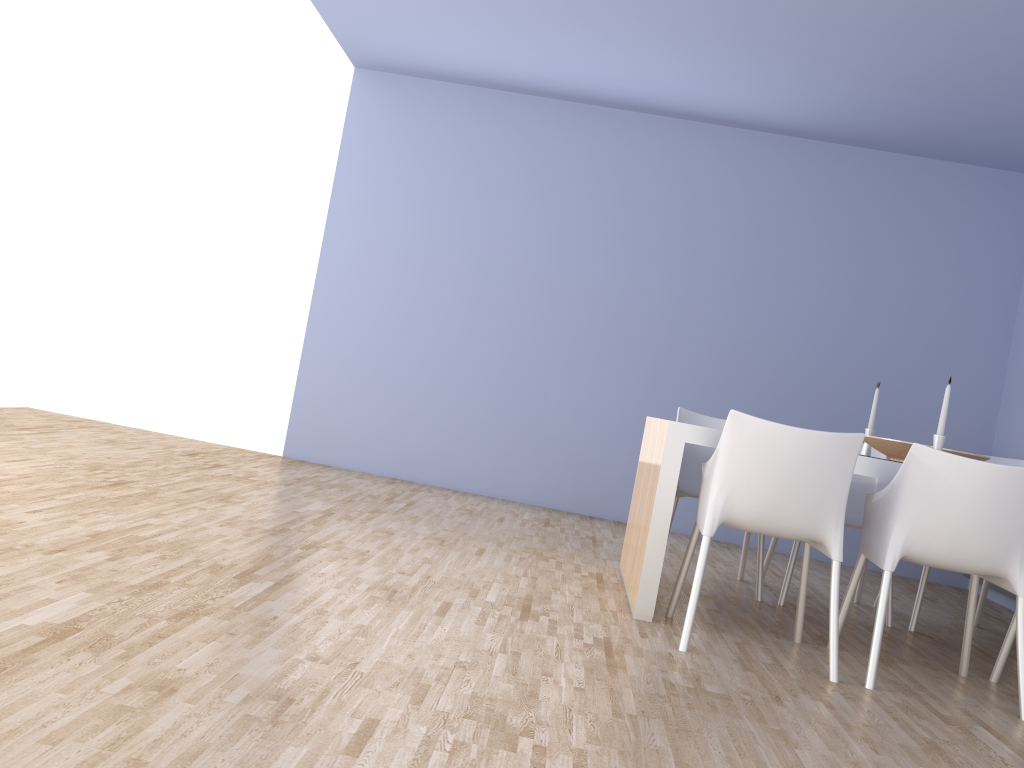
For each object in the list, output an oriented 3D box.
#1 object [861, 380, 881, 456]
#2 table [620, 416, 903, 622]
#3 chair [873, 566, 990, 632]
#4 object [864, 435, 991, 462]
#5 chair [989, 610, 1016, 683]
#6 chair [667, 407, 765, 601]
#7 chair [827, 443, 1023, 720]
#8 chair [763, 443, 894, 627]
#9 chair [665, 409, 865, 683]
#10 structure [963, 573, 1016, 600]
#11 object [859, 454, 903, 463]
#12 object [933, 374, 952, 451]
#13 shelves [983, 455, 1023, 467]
[{"bbox_3d":[1.612,0.152,3.965,0.045,0.349,0.045,11,-1,-44],"label":"object"},{"bbox_3d":[1.680,0.704,3.576,2.340,0.718,1.002,10,0,4],"label":"table"},{"bbox_3d":[2.082,0.745,4.120,0.510,0.793,0.486,10,0,4],"label":"chair"},{"bbox_3d":[1.650,0.289,3.582,0.493,0.081,0.493,10,0,23],"label":"object"},{"bbox_3d":[2.033,0.727,2.973,0.510,0.793,0.486,10,0,4],"label":"chair"},{"bbox_3d":[0.956,0.538,4.206,0.510,0.793,0.486,10,0,4],"label":"chair"},{"bbox_3d":[1.457,0.621,3.017,0.510,0.793,0.486,10,0,5],"label":"chair"},{"bbox_3d":[1.519,0.642,4.163,0.510,0.793,0.486,10,0,4],"label":"chair"},{"bbox_3d":[0.873,0.514,3.062,0.510,0.793,0.486,10,0,4],"label":"chair"},{"bbox_3d":[2.790,0.934,3.697,0.064,0.503,3.843,10,0,4],"label":"structure"},{"bbox_3d":[1.640,0.330,3.578,0.986,0.005,0.594,10,0,4],"label":"object"},{"bbox_3d":[1.557,0.136,3.207,0.045,0.349,0.045,10,0,4],"label":"object"},{"bbox_3d":[2.633,0.819,3.777,0.463,0.840,3.901,10,0,4],"label":"shelves"}]
